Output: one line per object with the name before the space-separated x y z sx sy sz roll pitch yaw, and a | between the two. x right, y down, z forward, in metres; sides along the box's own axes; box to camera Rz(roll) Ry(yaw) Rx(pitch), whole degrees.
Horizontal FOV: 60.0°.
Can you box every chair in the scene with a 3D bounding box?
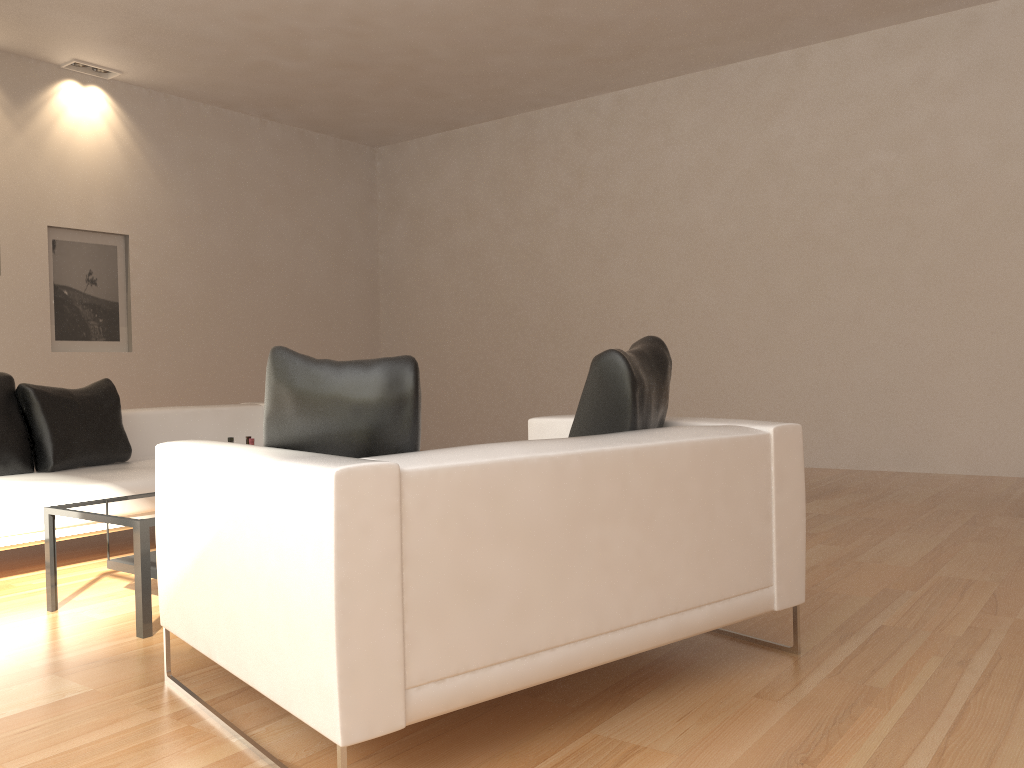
chair | -0.098 0.520 2.821 1.671 0.761 1.262 -2 1 -38

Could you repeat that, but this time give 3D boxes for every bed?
bed | -2.229 0.536 5.169 1.262 0.761 3.075 -1 1 37

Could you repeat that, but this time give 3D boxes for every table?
table | -1.153 0.707 4.035 0.709 0.460 1.566 -1 1 37

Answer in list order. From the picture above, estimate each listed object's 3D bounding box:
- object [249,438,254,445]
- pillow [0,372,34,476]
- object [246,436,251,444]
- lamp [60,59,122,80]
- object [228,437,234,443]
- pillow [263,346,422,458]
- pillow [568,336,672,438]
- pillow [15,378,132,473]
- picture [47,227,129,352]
object | -1.141 0.361 3.897 0.059 0.244 0.059 -1 1 37
pillow | -2.869 0.222 4.555 0.346 0.666 0.755 -1 1 22
object | -1.183 0.360 3.995 0.057 0.248 0.057 -2 1 -36
lamp | -3.805 -2.918 8.024 0.243 0.166 0.446 -1 1 37
object | -1.203 0.357 3.803 0.068 0.257 0.067 -2 1 -35
pillow | -0.495 0.191 2.437 0.660 0.598 0.291 -1 1 26
pillow | 0.355 0.168 3.000 0.324 0.666 0.506 -1 1 27
pillow | -2.499 0.230 5.090 0.270 0.524 0.628 -1 1 20
picture | -3.908 -0.848 8.181 0.005 1.155 0.802 -1 1 37
